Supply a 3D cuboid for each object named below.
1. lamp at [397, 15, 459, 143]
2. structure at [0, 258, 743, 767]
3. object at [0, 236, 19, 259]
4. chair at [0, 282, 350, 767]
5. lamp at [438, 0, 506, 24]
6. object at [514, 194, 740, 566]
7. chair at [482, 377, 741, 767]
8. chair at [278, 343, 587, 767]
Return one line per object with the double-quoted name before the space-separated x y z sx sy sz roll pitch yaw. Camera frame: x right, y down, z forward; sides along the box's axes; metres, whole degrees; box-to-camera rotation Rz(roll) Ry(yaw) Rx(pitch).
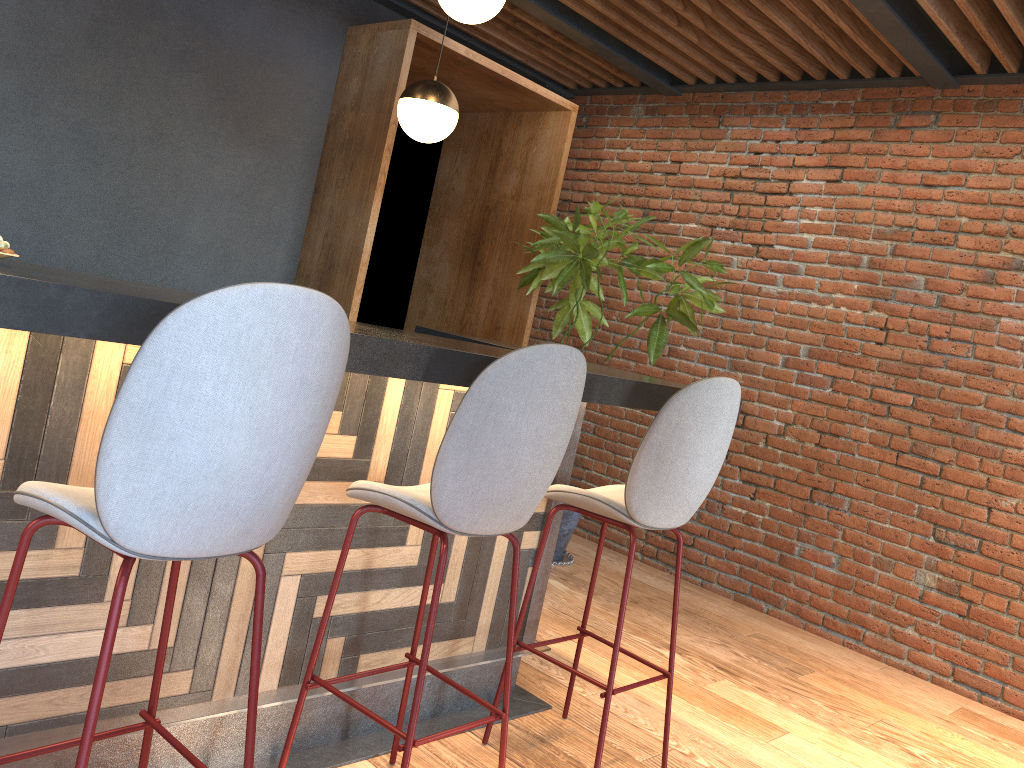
"lamp" 0.003 -2.909 3.828 0.267 3.790 0.269 11 1 -27
"structure" -1.959 0.006 2.235 2.934 1.395 4.900 15 5 43
"object" -0.985 -0.249 1.463 0.290 0.052 0.165 9 5 -39
"chair" -0.647 0.403 1.553 0.510 1.242 0.416 13 2 39
"lamp" 0.223 -3.168 3.174 0.267 3.790 0.270 11 2 -38
"object" 0.403 -0.043 5.047 1.078 2.094 1.525 10 3 -42
"chair" 0.314 0.540 2.687 0.510 1.242 0.416 14 2 42
"chair" -0.188 0.469 2.162 0.510 1.242 0.416 14 2 41
